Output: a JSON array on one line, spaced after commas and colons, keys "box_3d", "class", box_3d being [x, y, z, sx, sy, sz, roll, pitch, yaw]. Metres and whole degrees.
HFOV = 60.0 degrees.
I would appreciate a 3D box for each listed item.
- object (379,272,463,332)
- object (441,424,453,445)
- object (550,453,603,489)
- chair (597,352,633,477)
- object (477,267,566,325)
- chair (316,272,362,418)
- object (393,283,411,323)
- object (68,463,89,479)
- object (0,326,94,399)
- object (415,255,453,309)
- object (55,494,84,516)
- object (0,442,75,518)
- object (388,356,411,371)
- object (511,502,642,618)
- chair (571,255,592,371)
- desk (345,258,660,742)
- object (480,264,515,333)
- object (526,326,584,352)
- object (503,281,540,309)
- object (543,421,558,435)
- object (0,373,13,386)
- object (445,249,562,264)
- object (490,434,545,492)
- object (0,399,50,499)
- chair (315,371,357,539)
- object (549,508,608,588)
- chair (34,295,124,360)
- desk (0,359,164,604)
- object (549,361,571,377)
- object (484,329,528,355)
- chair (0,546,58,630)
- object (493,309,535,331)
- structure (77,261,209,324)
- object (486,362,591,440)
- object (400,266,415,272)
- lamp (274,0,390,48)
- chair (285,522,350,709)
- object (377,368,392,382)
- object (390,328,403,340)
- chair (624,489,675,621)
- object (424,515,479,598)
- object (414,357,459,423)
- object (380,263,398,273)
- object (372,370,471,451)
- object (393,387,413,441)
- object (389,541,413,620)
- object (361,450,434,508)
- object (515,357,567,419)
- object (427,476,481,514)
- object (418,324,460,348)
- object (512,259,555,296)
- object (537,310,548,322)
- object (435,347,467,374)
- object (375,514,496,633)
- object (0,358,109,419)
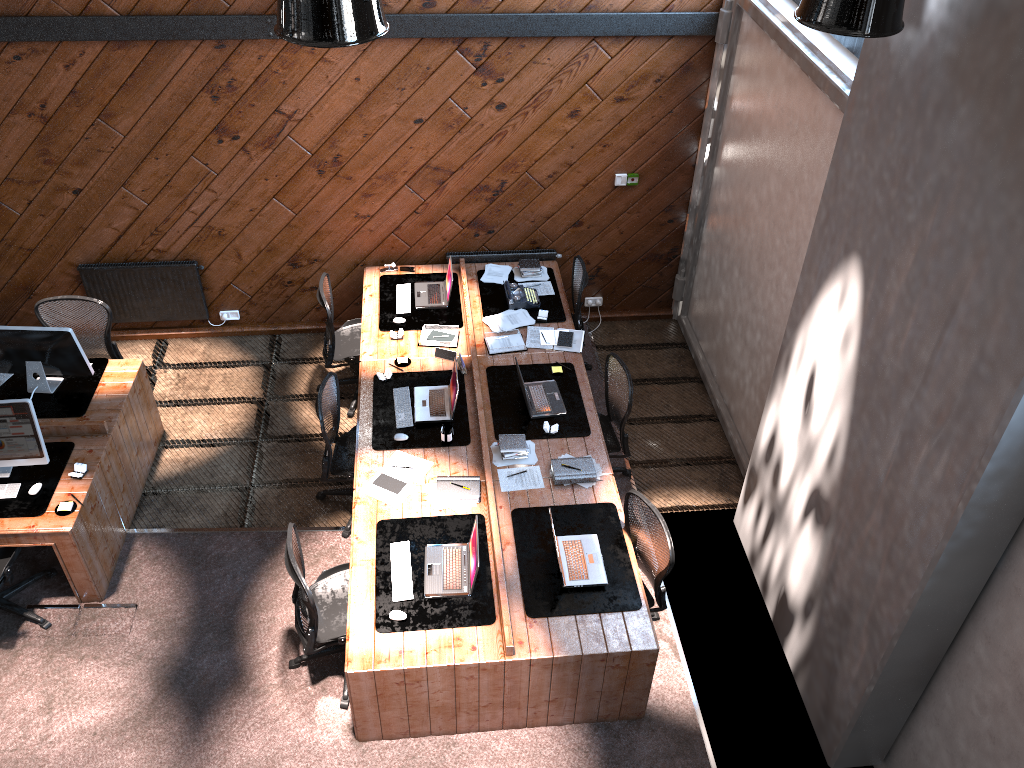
[{"box_3d": [-0.782, -0.709, 7.544, 0.687, 0.008, 0.848, -3, 40, -6], "class": "object"}, {"box_3d": [-0.453, 0.350, 6.178, 0.078, 0.138, 0.099, 5, 40, 4], "class": "object"}, {"box_3d": [0.441, 0.564, 5.999, 0.363, 0.065, 0.325, 4, 39, 2], "class": "object"}, {"box_3d": [0.572, 0.360, 6.630, 0.792, 1.085, 0.770, -17, 43, -21], "class": "chair"}, {"box_3d": [0.069, -0.767, 7.647, 0.687, 0.008, 0.848, -3, 40, -6], "class": "object"}, {"box_3d": [-1.303, -0.407, 7.489, 0.792, 1.085, 0.770, -17, 43, -21], "class": "chair"}, {"box_3d": [-0.917, -0.686, 7.484, 0.139, 0.040, 0.577, -1, 40, -3], "class": "object"}, {"box_3d": [-2.869, 0.576, 5.860, 0.082, 0.063, 0.106, 8, 40, 8], "class": "object"}, {"box_3d": [-3.422, -0.206, 6.407, 0.663, 0.578, 0.811, -27, 48, -31], "class": "object"}, {"box_3d": [-0.667, -0.865, 7.513, 0.323, 0.283, 0.390, -3, 40, -5], "class": "object"}, {"box_3d": [-2.834, 0.776, 5.647, 0.158, 0.026, 0.154, 30, 47, 30], "class": "object"}, {"box_3d": [-3.400, 0.628, 5.821, 0.848, 0.008, 0.687, -2, 40, -4], "class": "object"}, {"box_3d": [-0.853, -0.173, 6.875, 0.158, 0.026, 0.154, 26, 45, 26], "class": "object"}, {"box_3d": [0.378, 1.059, 5.442, 0.687, 0.008, 0.848, -3, 40, -6], "class": "object"}, {"box_3d": [0.343, -0.536, 7.708, 0.792, 1.085, 0.770, -10, 41, -14], "class": "chair"}, {"box_3d": [-0.255, 0.469, 6.658, 1.748, 0.840, 4.117, -3, 40, -5], "class": "desk"}, {"box_3d": [-0.113, -0.754, 7.608, 0.356, 0.002, 1.058, -4, 40, -7], "class": "object"}, {"box_3d": [0.344, -0.373, 7.161, 0.467, 0.017, 0.304, 6, 40, 5], "class": "object"}, {"box_3d": [0.083, -0.764, 7.533, 0.290, 0.116, 0.322, -4, 40, -7], "class": "object"}, {"box_3d": [0.277, 0.310, 6.294, 0.106, 0.063, 0.082, 5, 40, 4], "class": "object"}, {"box_3d": [-3.985, -0.053, 6.605, 0.467, 0.017, 0.304, 12, 41, 12], "class": "object"}, {"box_3d": [-0.079, -0.953, 8.252, 1.064, 0.628, 0.073, -3, 40, -5], "class": "object"}, {"box_3d": [0.031, 0.514, 6.018, 0.319, 0.098, 0.478, -4, 40, -7], "class": "object"}, {"box_3d": [-3.404, 0.344, 5.736, 0.714, 0.573, 0.610, -3, 40, -6], "class": "object"}, {"box_3d": [-1.081, 0.449, 6.458, 0.792, 1.085, 0.770, -10, 41, -14], "class": "chair"}, {"box_3d": [0.395, 0.967, 5.285, 0.320, 0.288, 0.380, -3, 40, -5], "class": "object"}, {"box_3d": [-3.404, -0.106, 7.043, 0.770, 1.085, 0.792, -10, 41, -14], "class": "chair"}, {"box_3d": [-4.857, 0.650, 6.262, 4.117, 0.840, 1.748, -1, 40, -4], "class": "desk"}, {"box_3d": [0.353, -0.113, 6.840, 0.158, 0.026, 0.154, 30, 47, 30], "class": "object"}, {"box_3d": [-0.051, -0.337, 7.081, 0.316, 0.060, 0.229, -7, 40, -11], "class": "object"}, {"box_3d": [-3.438, 1.107, 5.570, 0.770, 1.085, 0.792, -10, 41, -14], "class": "chair"}, {"box_3d": [0.017, -0.531, 7.334, 0.315, 0.002, 0.246, -16, 43, -20], "class": "object"}, {"box_3d": [-3.260, -0.808, 7.955, 1.064, 0.628, 0.073, -3, 40, -5], "class": "structure"}, {"box_3d": [0.181, 0.117, 6.578, 0.687, 0.008, 0.848, -3, 40, -6], "class": "object"}, {"box_3d": [-0.931, -1.024, 7.892, 0.134, 0.042, 0.022, 7, 40, 6], "class": "object"}, {"box_3d": [-0.690, -2.337, 2.798, 0.445, 2.372, 0.445, 30, 47, 30], "class": "lamp"}, {"box_3d": [-1.038, 1.300, 5.427, 0.792, 1.085, 0.770, -25, 46, -28], "class": "chair"}, {"box_3d": [-0.966, -0.069, 6.704, 0.106, 0.063, 0.082, -14, 42, -19], "class": "object"}, {"box_3d": [-0.927, -0.403, 7.124, 0.106, 0.063, 0.082, -4, 40, -7], "class": "object"}, {"box_3d": [0.640, 1.262, 5.537, 0.792, 1.085, 0.770, -25, 46, -28], "class": "chair"}, {"box_3d": [-0.360, 1.016, 5.240, 0.323, 0.283, 0.390, -1, 40, -3], "class": "object"}, {"box_3d": [-0.550, 0.041, 6.373, 0.320, 0.288, 0.380, -3, 40, -5], "class": "object"}, {"box_3d": [-1.097, -1.040, 7.891, 0.159, 0.064, 0.054, -7, 40, -11], "class": "object"}, {"box_3d": [-0.670, 0.175, 6.475, 0.687, 0.008, 0.848, -3, 40, -6], "class": "object"}, {"box_3d": [-0.787, 0.208, 6.403, 0.139, 0.040, 0.577, -3, 40, -6], "class": "object"}, {"box_3d": [-0.656, 1.157, 5.256, 0.139, 0.040, 0.577, -2, 40, -5], "class": "object"}, {"box_3d": [-0.761, 0.617, 5.923, 0.304, 0.017, 0.467, 19, 43, 20], "class": "object"}, {"box_3d": [0.211, 0.012, 6.481, 0.323, 0.283, 0.390, -6, 40, -9], "class": "object"}, {"box_3d": [-0.382, 0.701, 5.801, 0.363, 0.065, 0.325, 7, 40, 6], "class": "object"}, {"box_3d": [-0.587, -0.386, 7.120, 0.316, 0.060, 0.229, 3, 39, 1], "class": "object"}, {"box_3d": [0.184, -0.947, 7.778, 0.319, 0.098, 0.478, -4, 40, -7], "class": "object"}, {"box_3d": [0.255, -0.565, 7.352, 0.082, 0.063, 0.106, 8, 40, 8], "class": "object"}, {"box_3d": [-0.448, -0.200, 6.878, 0.347, 0.083, 0.129, 32, 48, 31], "class": "object"}, {"box_3d": [-0.473, 1.117, 5.339, 0.687, 0.008, 0.848, -3, 40, -6], "class": "object"}, {"box_3d": [-3.496, 0.030, 6.544, 0.848, 0.008, 0.687, -2, 40, -4], "class": "object"}]
